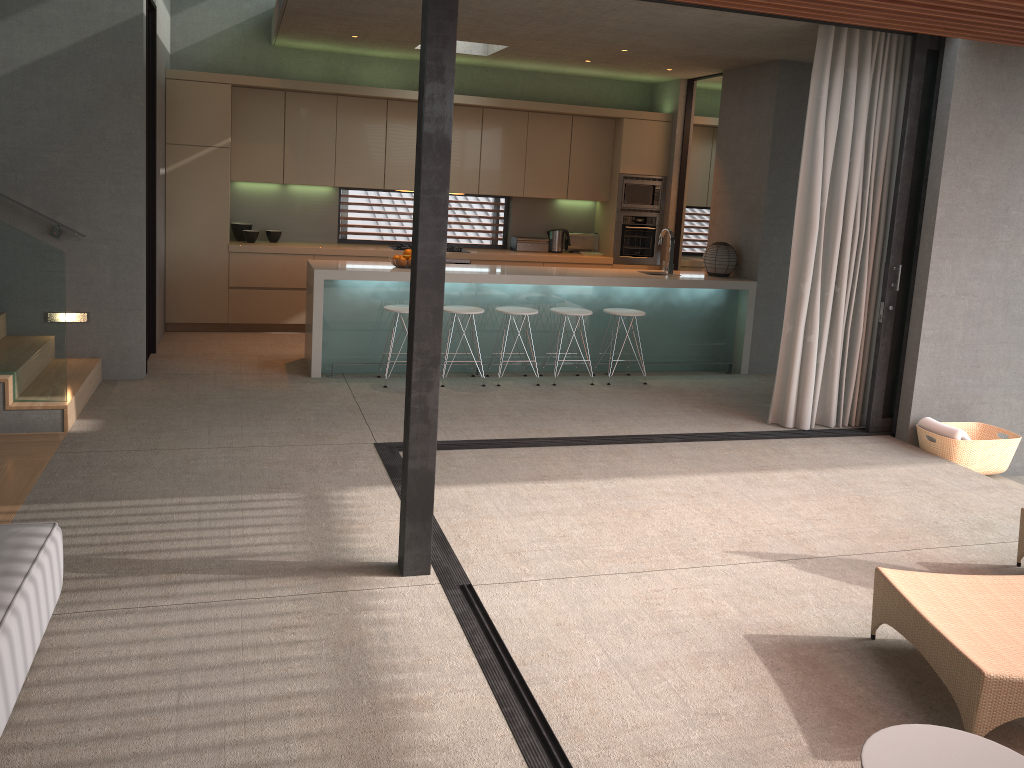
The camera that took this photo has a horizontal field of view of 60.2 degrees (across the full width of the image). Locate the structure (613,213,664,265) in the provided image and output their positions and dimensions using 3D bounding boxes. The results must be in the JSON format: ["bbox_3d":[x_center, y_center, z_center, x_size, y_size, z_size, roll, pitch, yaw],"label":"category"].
[{"bbox_3d":[1.399,-1.722,10.403,0.596,0.573,0.504,0,11,-17],"label":"structure"}]

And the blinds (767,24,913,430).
[{"bbox_3d":[2.464,-1.115,6.553,0.885,2.898,0.232,0,9,-21],"label":"blinds"}]

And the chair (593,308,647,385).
[{"bbox_3d":[0.978,-0.342,7.886,0.382,0.616,0.387,0,10,-17],"label":"chair"}]

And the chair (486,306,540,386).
[{"bbox_3d":[0.022,-0.330,7.585,0.382,0.616,0.387,0,10,-17],"label":"chair"}]

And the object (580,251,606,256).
[{"bbox_3d":[0.936,-1.510,10.282,0.312,0.034,0.312,14,17,40],"label":"object"}]

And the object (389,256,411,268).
[{"bbox_3d":[-0.926,-1.067,7.768,0.315,0.081,0.320,-1,13,-17],"label":"object"}]

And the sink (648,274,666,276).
[{"bbox_3d":[1.426,-0.987,8.625,0.374,0.133,0.380,0,13,-17],"label":"sink"}]

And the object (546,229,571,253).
[{"bbox_3d":[0.544,-1.689,10.401,0.278,0.282,0.180,1,10,-12],"label":"object"}]

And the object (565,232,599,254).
[{"bbox_3d":[0.831,-1.685,10.543,0.389,0.244,0.152,0,10,-17],"label":"object"}]

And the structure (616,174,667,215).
[{"bbox_3d":[1.424,-2.223,10.347,0.596,0.432,0.466,0,11,-17],"label":"structure"}]

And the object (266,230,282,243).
[{"bbox_3d":[-2.551,-1.578,9.458,0.169,0.125,0.171,-3,13,-30],"label":"object"}]

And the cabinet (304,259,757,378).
[{"bbox_3d":[0.218,-0.606,8.223,4.120,0.888,0.812,-1,11,-17],"label":"cabinet"}]

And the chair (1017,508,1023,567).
[{"bbox_3d":[2.821,0.744,3.303,0.700,0.816,2.328,4,12,1],"label":"chair"}]

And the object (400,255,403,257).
[{"bbox_3d":[-0.976,-1.100,7.834,0.087,0.086,0.087,10,13,32],"label":"object"}]

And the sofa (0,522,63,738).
[{"bbox_3d":[-2.271,0.619,2.562,1.595,0.724,1.027,0,12,-17],"label":"sofa"}]

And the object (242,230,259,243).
[{"bbox_3d":[-2.738,-1.544,9.262,0.169,0.125,0.171,-3,13,-30],"label":"object"}]

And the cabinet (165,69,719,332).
[{"bbox_3d":[0.269,-1.726,9.431,7.468,2.536,1.993,0,11,-17],"label":"cabinet"}]

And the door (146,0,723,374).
[{"bbox_3d":[-1.535,-0.349,5.379,15.397,4.418,5.829,-9,17,-44],"label":"door"}]

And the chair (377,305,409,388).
[{"bbox_3d":[-0.887,-0.320,7.303,0.382,0.616,0.387,0,10,-17],"label":"chair"}]

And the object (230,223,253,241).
[{"bbox_3d":[-2.874,-1.613,9.389,0.226,0.185,0.228,-6,14,-39],"label":"object"}]

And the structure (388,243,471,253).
[{"bbox_3d":[-0.920,-1.481,9.764,0.838,0.090,0.470,-1,13,-17],"label":"structure"}]

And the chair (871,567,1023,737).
[{"bbox_3d":[1.845,0.893,2.401,0.700,0.816,2.329,3,12,-3],"label":"chair"}]

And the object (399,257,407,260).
[{"bbox_3d":[-0.951,-1.061,7.682,0.081,0.080,0.082,6,11,11],"label":"object"}]

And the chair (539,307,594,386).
[{"bbox_3d":[0.497,-0.336,7.735,0.382,0.616,0.387,0,10,-17],"label":"chair"}]

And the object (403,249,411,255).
[{"bbox_3d":[-0.912,-1.144,7.791,0.095,0.093,0.095,4,11,2],"label":"object"}]

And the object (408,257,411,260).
[{"bbox_3d":[-0.868,-1.063,7.697,0.087,0.086,0.088,-2,12,-27],"label":"object"}]

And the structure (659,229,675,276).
[{"bbox_3d":[1.458,-1.266,8.470,0.097,0.436,0.262,1,10,-17],"label":"structure"}]

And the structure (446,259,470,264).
[{"bbox_3d":[-0.868,-1.110,9.575,0.828,0.495,0.080,0,9,-17],"label":"structure"}]

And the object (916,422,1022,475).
[{"bbox_3d":[3.270,0.483,6.371,0.680,0.297,0.452,0,12,-18],"label":"object"}]

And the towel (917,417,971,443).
[{"bbox_3d":[3.131,0.430,6.314,0.309,0.308,0.374,0,12,-17],"label":"towel"}]

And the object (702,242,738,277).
[{"bbox_3d":[2.048,-1.230,8.701,0.340,0.330,0.344,-2,12,-26],"label":"object"}]

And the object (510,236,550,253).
[{"bbox_3d":[0.207,-1.632,10.344,0.400,0.158,0.244,0,12,-17],"label":"object"}]

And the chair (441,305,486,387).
[{"bbox_3d":[-0.435,-0.325,7.443,0.382,0.616,0.387,0,10,-17],"label":"chair"}]

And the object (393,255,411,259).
[{"bbox_3d":[-0.971,-1.081,7.730,0.174,0.099,0.097,10,12,27],"label":"object"}]

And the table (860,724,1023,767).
[{"bbox_3d":[1.061,1.134,2.104,0.476,0.388,0.480,-5,14,-35],"label":"table"}]
